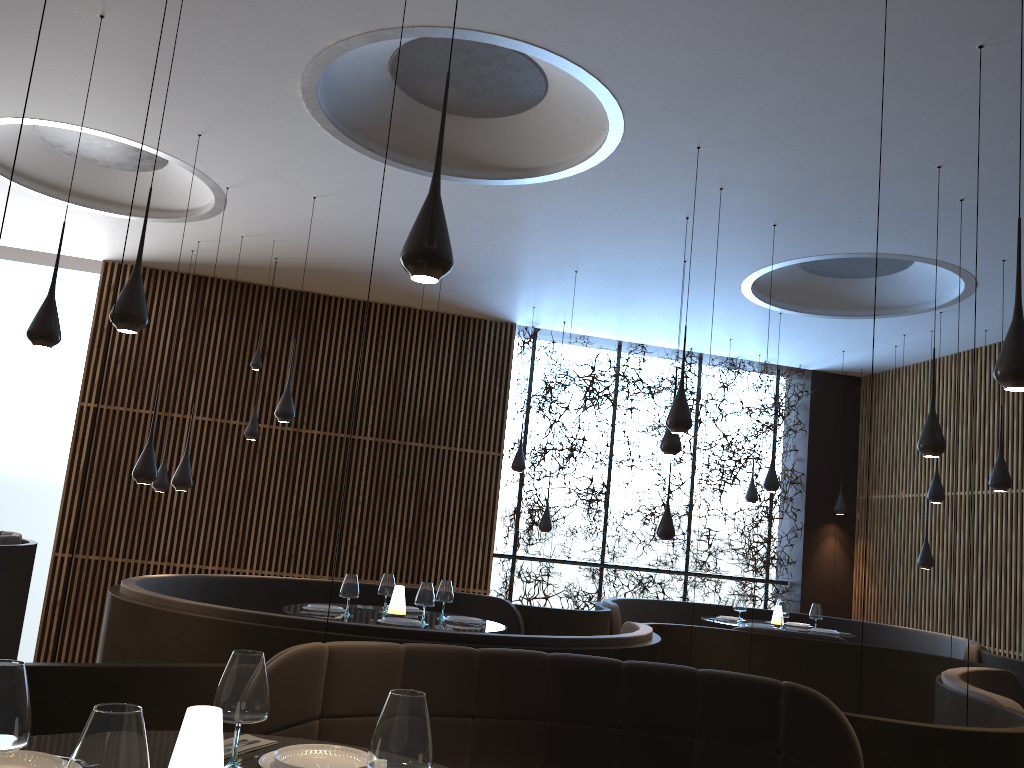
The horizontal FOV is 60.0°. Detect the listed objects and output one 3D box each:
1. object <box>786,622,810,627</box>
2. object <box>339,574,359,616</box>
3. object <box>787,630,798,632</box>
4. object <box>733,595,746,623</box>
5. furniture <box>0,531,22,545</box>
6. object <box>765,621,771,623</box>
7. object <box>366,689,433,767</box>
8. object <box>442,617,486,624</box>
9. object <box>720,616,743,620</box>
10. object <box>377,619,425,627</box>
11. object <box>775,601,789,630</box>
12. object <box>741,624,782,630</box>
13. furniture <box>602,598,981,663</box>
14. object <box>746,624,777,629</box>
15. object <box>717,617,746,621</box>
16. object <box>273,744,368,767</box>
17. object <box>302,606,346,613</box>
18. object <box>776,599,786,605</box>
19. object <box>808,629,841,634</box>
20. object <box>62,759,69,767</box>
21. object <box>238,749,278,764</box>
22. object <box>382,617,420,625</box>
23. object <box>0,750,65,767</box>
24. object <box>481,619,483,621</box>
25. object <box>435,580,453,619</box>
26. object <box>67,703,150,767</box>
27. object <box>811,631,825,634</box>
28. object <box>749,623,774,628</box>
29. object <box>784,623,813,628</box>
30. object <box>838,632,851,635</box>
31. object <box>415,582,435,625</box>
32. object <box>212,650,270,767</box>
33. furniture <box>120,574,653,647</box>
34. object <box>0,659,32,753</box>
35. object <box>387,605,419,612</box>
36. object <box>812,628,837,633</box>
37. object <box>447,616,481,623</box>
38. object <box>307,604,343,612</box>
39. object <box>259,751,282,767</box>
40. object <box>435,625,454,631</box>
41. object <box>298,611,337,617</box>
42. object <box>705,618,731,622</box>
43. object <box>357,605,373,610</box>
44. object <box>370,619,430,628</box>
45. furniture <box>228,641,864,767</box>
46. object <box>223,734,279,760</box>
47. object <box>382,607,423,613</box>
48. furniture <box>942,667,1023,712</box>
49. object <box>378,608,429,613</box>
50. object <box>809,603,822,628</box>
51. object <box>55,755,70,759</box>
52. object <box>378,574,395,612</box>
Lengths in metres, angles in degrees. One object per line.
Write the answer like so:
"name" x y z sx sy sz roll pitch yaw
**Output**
"object" 3.338 2.807 10.341 0.263 0.029 0.264 9 -11 -21
"object" -1.186 1.535 6.456 0.142 0.294 0.142 -1 -11 38
"object" 2.906 2.599 9.316 0.126 0.017 0.263 -2 -13 37
"object" 2.579 2.547 10.029 0.142 0.294 0.142 9 -9 -18
"furniture" -5.122 1.886 8.151 0.932 1.056 2.539 8 -10 -16
"object" 3.093 2.832 10.518 0.126 0.017 0.263 -1 -12 33
"object" -0.243 0.819 1.916 0.142 0.294 0.142 0 -11 33
"object" -0.367 1.812 6.774 0.332 0.014 0.333 5 -10 5
"object" 2.529 2.709 10.238 0.263 0.029 0.264 1 -11 23
"object" -0.772 1.662 6.155 0.332 0.014 0.333 6 -10 -3
"object" 2.918 2.499 9.574 0.142 0.294 0.142 9 -9 -19
"object" 2.672 2.605 9.515 0.411 0.012 0.205 -1 -12 33
"furniture" 2.917 3.088 9.641 3.801 1.043 3.889 13 -12 -35
"object" 2.677 2.604 9.514 0.332 0.014 0.332 11 -11 -26
"object" 2.528 2.718 10.237 0.332 0.014 0.333 8 -10 -15
"object" -0.499 0.999 2.344 0.263 0.029 0.264 1 -11 25
"object" -1.386 1.676 6.575 0.333 0.014 0.332 13 -13 -37
"object" 3.126 2.650 10.304 0.142 0.294 0.142 8 -9 -12
"object" 3.407 2.704 9.667 0.332 0.014 0.332 11 -11 -27
"object" -1.156 0.881 1.995 0.332 0.014 0.333 8 -10 -11
"object" -0.495 1.010 2.342 0.410 0.012 0.205 3 -11 17
"object" -0.771 1.652 6.156 0.263 0.029 0.264 5 -10 3
"object" -1.155 0.872 1.997 0.263 0.029 0.264 7 -10 -8
"object" -0.362 1.873 7.072 0.262 0.017 0.127 6 -10 -1
"object" -0.531 1.688 6.946 0.142 0.294 0.142 4 -9 9
"object" -0.690 0.700 1.501 0.142 0.294 0.142 5 -9 5
"object" 3.404 2.704 9.663 0.204 0.012 0.412 -2 -13 38
"object" 2.678 2.594 9.515 0.263 0.029 0.264 7 -10 -7
"object" 3.337 2.817 10.340 0.332 0.014 0.333 8 -10 -14
"object" 3.621 2.769 9.872 0.262 0.017 0.127 -4 -14 42
"object" -0.626 1.574 6.363 0.142 0.294 0.142 14 -12 -41
"object" -0.693 0.836 2.263 0.142 0.294 0.142 8 -9 -13
"furniture" -0.974 2.188 6.628 3.800 1.114 3.886 13 -12 -37
"object" -1.058 0.717 1.800 0.142 0.294 0.142 -1 -11 37
"object" -0.890 1.829 7.214 0.263 0.029 0.264 -4 -14 43
"object" 3.408 2.694 9.668 0.263 0.029 0.264 10 -11 -24
"object" -0.366 1.803 6.776 0.263 0.029 0.264 9 -11 -17
"object" -1.385 1.666 6.576 0.263 0.029 0.264 5 -10 1
"object" -0.500 1.009 2.343 0.331 0.014 0.333 2 -11 22
"object" -0.472 1.702 6.172 0.126 0.017 0.263 7 -10 -7
"object" -1.373 1.631 6.275 0.262 0.017 0.127 7 -10 -5
"object" 2.327 2.666 10.016 0.262 0.017 0.127 -2 -13 39
"object" -1.189 1.809 7.172 0.126 0.017 0.263 8 -10 -11
"object" -0.776 1.662 6.154 0.411 0.012 0.205 8 -10 -11
"furniture" 0.168 1.634 3.424 2.532 1.056 0.934 7 -9 -7
"object" -0.775 1.011 2.469 0.126 0.017 0.263 2 -11 21
"object" -0.891 1.839 7.213 0.332 0.014 0.333 6 -10 -4
"furniture" 3.067 2.344 5.332 0.900 1.043 2.542 1 -11 29
"object" -0.887 1.841 7.214 0.411 0.012 0.205 8 -10 -15
"object" 3.398 2.608 9.917 0.142 0.294 0.142 0 -10 30
"object" -1.155 0.883 2.000 0.204 0.012 0.412 1 -11 23
"object" -0.995 1.658 7.037 0.142 0.294 0.142 -3 -12 44
